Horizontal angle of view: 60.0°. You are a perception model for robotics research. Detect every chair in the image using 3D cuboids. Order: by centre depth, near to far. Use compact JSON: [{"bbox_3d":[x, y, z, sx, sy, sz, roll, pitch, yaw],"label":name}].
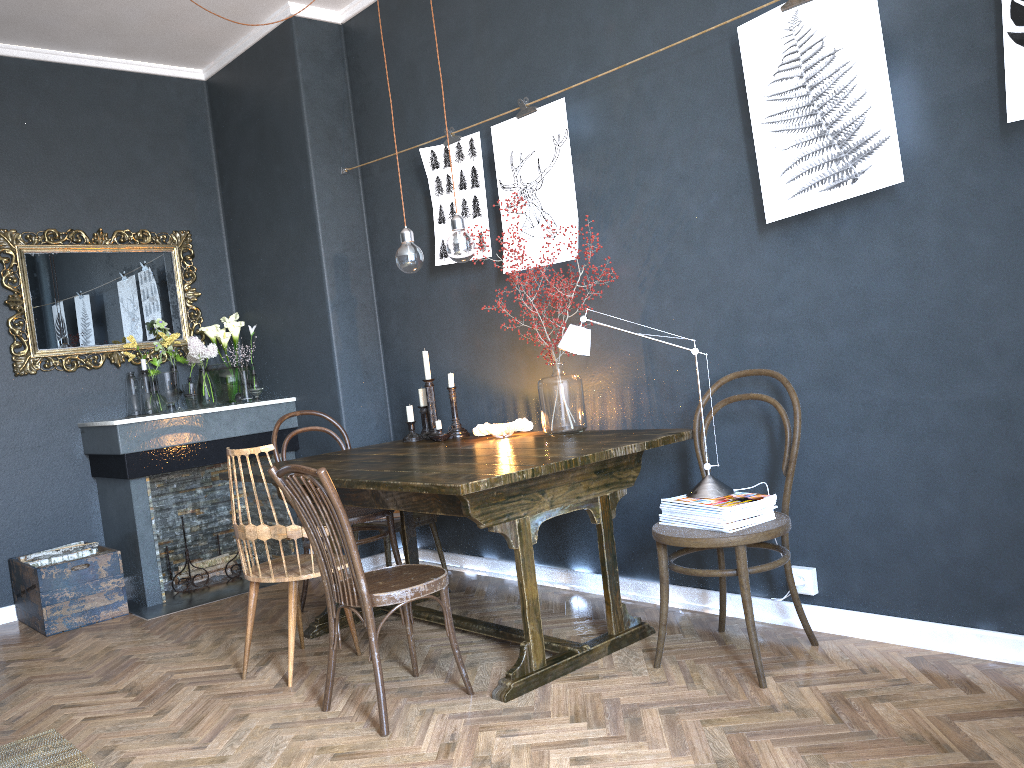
[{"bbox_3d":[-0.435,0.620,2.791,0.466,0.820,0.363,-9,3,-42],"label":"chair"},{"bbox_3d":[0.709,0.432,2.896,0.548,0.921,0.438,-9,4,-44],"label":"chair"},{"bbox_3d":[-0.830,0.636,3.315,0.456,0.857,0.383,-5,3,33],"label":"chair"},{"bbox_3d":[-0.789,0.570,4.062,0.437,0.921,0.549,-9,3,-39],"label":"chair"}]

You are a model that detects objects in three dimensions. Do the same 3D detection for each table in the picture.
[{"bbox_3d":[-0.219,0.622,3.439,1.125,0.728,1.605,-9,3,-42],"label":"table"},{"bbox_3d":[-0.595,0.837,4.567,0.364,0.318,0.369,-9,3,-42],"label":"table"}]

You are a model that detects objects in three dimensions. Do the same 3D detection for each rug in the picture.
[{"bbox_3d":[-1.238,1.156,1.887,1.002,0.013,2.012,-8,2,-42],"label":"rug"}]

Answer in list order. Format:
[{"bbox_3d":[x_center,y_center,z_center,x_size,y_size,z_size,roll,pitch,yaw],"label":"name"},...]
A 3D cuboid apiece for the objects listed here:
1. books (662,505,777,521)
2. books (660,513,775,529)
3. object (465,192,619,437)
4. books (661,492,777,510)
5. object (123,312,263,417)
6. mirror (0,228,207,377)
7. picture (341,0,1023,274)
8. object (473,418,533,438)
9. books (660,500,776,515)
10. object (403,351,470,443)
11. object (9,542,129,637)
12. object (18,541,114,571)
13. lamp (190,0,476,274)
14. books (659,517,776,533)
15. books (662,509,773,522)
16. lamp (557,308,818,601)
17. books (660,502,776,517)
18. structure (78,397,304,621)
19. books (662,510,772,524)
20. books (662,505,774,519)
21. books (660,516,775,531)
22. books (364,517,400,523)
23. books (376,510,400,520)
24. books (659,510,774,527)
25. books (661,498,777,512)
[{"bbox_3d":[0.670,0.406,2.884,0.218,0.006,0.304,-8,2,-30],"label":"books"},{"bbox_3d":[0.664,0.431,2.888,0.218,0.008,0.304,-8,2,-30],"label":"books"},{"bbox_3d":[0.167,-0.261,3.532,0.557,0.931,0.638,-6,3,19],"label":"object"},{"bbox_3d":[0.667,0.371,2.881,0.218,0.013,0.305,-8,2,-30],"label":"books"},{"bbox_3d":[-1.807,-0.133,5.069,0.726,0.547,0.474,-8,3,-39],"label":"object"},{"bbox_3d":[-2.259,-0.479,4.965,1.055,0.785,0.067,-9,3,-42],"label":"mirror"},{"bbox_3d":[0.612,-0.899,3.114,0.057,0.771,4.459,-9,3,-42],"label":"picture"},{"bbox_3d":[-0.038,0.189,3.734,0.252,0.072,0.254,-8,2,-35],"label":"object"},{"bbox_3d":[0.665,0.387,2.882,0.218,0.008,0.304,-8,2,-31],"label":"books"},{"bbox_3d":[-0.381,0.046,4.057,0.223,0.420,0.368,-9,3,-41],"label":"object"},{"bbox_3d":[-2.253,1.026,4.500,0.383,0.326,0.553,-9,3,-42],"label":"object"},{"bbox_3d":[-2.259,0.950,4.499,0.369,0.247,0.533,-9,3,-41],"label":"object"},{"bbox_3d":[-0.991,-1.144,3.098,1.590,1.575,0.582,-7,3,-10],"label":"lamp"},{"bbox_3d":[0.665,0.446,2.889,0.218,0.008,0.305,-8,2,-35],"label":"books"},{"bbox_3d":[0.666,0.412,2.891,0.218,0.008,0.288,-8,2,-28],"label":"books"},{"bbox_3d":[0.598,0.241,3.002,0.800,1.070,0.241,-7,3,3],"label":"lamp"},{"bbox_3d":[0.664,0.394,2.881,0.218,0.008,0.304,-8,2,-31],"label":"books"},{"bbox_3d":[-1.695,0.629,4.911,1.064,0.982,0.834,-9,3,-42],"label":"structure"},{"bbox_3d":[0.666,0.417,2.891,0.218,0.008,0.288,-8,2,-28],"label":"books"},{"bbox_3d":[0.665,0.401,2.885,0.218,0.008,0.288,-8,2,-30],"label":"books"},{"bbox_3d":[0.664,0.439,2.890,0.218,0.007,0.305,-8,2,-30],"label":"books"},{"bbox_3d":[-0.623,0.674,4.574,0.219,0.013,0.272,-7,2,5],"label":"books"},{"bbox_3d":[-0.640,0.657,4.562,0.207,0.025,0.262,-7,2,1],"label":"books"},{"bbox_3d":[0.661,0.423,2.889,0.218,0.013,0.305,-8,2,-30],"label":"books"},{"bbox_3d":[0.668,0.379,2.883,0.218,0.008,0.304,-8,2,-30],"label":"books"}]
